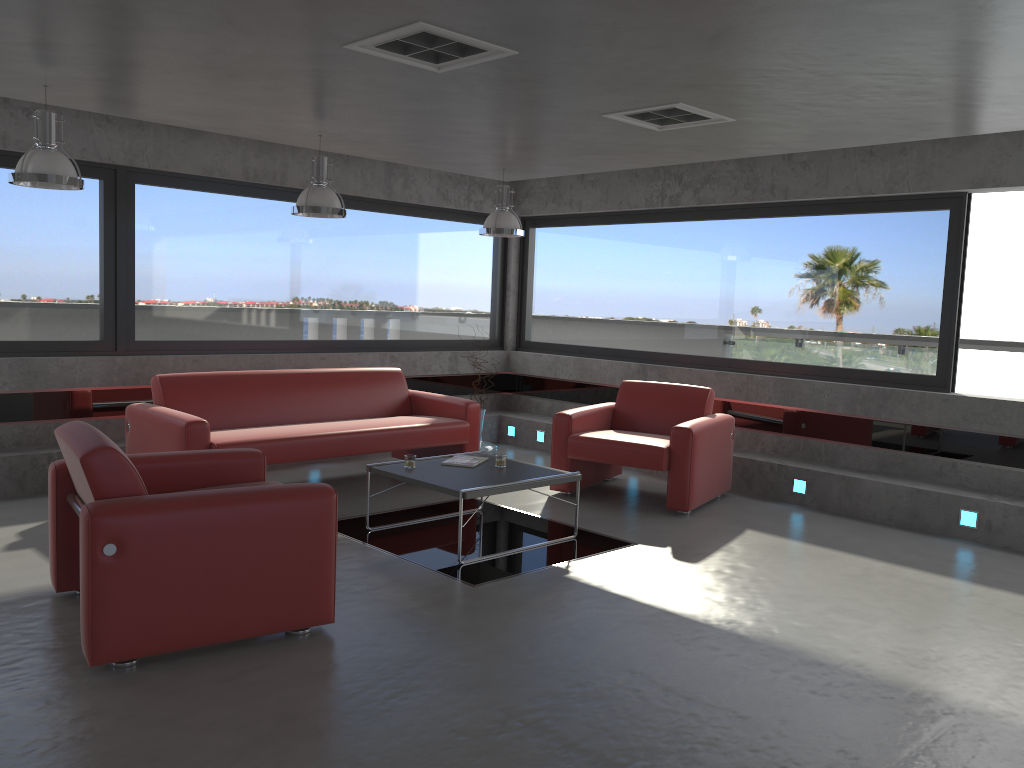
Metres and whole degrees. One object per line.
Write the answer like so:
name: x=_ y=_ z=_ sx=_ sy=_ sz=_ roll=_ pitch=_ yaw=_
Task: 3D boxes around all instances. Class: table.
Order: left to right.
table: x=-0.255 y=0.764 z=5.784 sx=1.018 sy=0.436 sz=0.994 roll=-3 pitch=7 yaw=-44

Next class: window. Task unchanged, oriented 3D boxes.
window: x=-2.979 y=-0.997 z=7.240 sx=7.800 sy=1.364 sz=0.003 roll=-3 pitch=7 yaw=-44
window: x=1.739 y=-0.913 z=8.354 sx=0.003 sy=1.364 sz=4.583 roll=-3 pitch=7 yaw=-44

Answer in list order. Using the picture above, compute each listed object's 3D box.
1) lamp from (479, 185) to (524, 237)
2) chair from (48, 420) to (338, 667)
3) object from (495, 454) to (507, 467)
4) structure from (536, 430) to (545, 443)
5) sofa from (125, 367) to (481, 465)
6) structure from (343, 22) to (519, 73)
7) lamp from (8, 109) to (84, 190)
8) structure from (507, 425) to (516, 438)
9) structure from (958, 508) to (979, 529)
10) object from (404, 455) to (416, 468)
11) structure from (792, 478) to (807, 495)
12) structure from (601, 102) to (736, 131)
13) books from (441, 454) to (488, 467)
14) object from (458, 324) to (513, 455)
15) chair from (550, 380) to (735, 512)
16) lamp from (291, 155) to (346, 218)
lamp: x=-0.082 y=-1.483 z=7.588 sx=0.388 sy=0.422 sz=0.389 roll=6 pitch=7 yaw=35
chair: x=-1.496 y=0.615 z=4.200 sx=1.130 sy=0.854 sz=1.196 roll=-1 pitch=6 yaw=-34
object: x=-0.074 y=0.513 z=5.923 sx=0.079 sy=0.077 sz=0.079 roll=-2 pitch=7 yaw=-36
structure: x=0.293 y=0.541 z=9.099 sx=0.004 sy=0.123 sz=0.123 roll=-3 pitch=7 yaw=-44
sofa: x=-1.530 y=0.348 z=7.017 sx=2.626 sy=0.854 sz=1.120 roll=-3 pitch=7 yaw=-44
structure: x=-0.362 y=-1.622 z=3.984 sx=0.563 sy=0.240 sz=0.563 roll=-3 pitch=7 yaw=-44
lamp: x=-2.674 y=-1.352 z=5.094 sx=0.388 sy=0.422 sz=0.389 roll=-3 pitch=7 yaw=-44
structure: x=-0.007 y=0.500 z=9.409 sx=0.004 sy=0.123 sz=0.123 roll=-3 pitch=7 yaw=-44
structure: x=3.161 y=0.934 z=6.140 sx=0.004 sy=0.123 sz=0.123 roll=-3 pitch=7 yaw=-44
object: x=-0.662 y=0.504 z=5.769 sx=0.079 sy=0.077 sz=0.079 roll=5 pitch=6 yaw=29
structure: x=2.285 y=0.814 z=7.044 sx=0.004 sy=0.123 sz=0.123 roll=-3 pitch=7 yaw=-44
structure: x=0.927 y=-1.687 z=5.224 sx=0.563 sy=0.240 sz=0.563 roll=-3 pitch=7 yaw=-44
books: x=-0.318 y=0.520 z=6.037 sx=0.228 sy=0.022 sz=0.326 roll=4 pitch=6 yaw=16
object: x=-0.305 y=0.054 z=8.737 sx=0.466 sy=1.289 sz=0.531 roll=-1 pitch=6 yaw=-31
chair: x=1.052 y=0.440 z=7.133 sx=1.196 sy=0.854 sz=1.130 roll=5 pitch=6 yaw=31
lamp: x=-1.378 y=-1.418 z=6.341 sx=0.388 sy=0.422 sz=0.389 roll=-3 pitch=7 yaw=-44
